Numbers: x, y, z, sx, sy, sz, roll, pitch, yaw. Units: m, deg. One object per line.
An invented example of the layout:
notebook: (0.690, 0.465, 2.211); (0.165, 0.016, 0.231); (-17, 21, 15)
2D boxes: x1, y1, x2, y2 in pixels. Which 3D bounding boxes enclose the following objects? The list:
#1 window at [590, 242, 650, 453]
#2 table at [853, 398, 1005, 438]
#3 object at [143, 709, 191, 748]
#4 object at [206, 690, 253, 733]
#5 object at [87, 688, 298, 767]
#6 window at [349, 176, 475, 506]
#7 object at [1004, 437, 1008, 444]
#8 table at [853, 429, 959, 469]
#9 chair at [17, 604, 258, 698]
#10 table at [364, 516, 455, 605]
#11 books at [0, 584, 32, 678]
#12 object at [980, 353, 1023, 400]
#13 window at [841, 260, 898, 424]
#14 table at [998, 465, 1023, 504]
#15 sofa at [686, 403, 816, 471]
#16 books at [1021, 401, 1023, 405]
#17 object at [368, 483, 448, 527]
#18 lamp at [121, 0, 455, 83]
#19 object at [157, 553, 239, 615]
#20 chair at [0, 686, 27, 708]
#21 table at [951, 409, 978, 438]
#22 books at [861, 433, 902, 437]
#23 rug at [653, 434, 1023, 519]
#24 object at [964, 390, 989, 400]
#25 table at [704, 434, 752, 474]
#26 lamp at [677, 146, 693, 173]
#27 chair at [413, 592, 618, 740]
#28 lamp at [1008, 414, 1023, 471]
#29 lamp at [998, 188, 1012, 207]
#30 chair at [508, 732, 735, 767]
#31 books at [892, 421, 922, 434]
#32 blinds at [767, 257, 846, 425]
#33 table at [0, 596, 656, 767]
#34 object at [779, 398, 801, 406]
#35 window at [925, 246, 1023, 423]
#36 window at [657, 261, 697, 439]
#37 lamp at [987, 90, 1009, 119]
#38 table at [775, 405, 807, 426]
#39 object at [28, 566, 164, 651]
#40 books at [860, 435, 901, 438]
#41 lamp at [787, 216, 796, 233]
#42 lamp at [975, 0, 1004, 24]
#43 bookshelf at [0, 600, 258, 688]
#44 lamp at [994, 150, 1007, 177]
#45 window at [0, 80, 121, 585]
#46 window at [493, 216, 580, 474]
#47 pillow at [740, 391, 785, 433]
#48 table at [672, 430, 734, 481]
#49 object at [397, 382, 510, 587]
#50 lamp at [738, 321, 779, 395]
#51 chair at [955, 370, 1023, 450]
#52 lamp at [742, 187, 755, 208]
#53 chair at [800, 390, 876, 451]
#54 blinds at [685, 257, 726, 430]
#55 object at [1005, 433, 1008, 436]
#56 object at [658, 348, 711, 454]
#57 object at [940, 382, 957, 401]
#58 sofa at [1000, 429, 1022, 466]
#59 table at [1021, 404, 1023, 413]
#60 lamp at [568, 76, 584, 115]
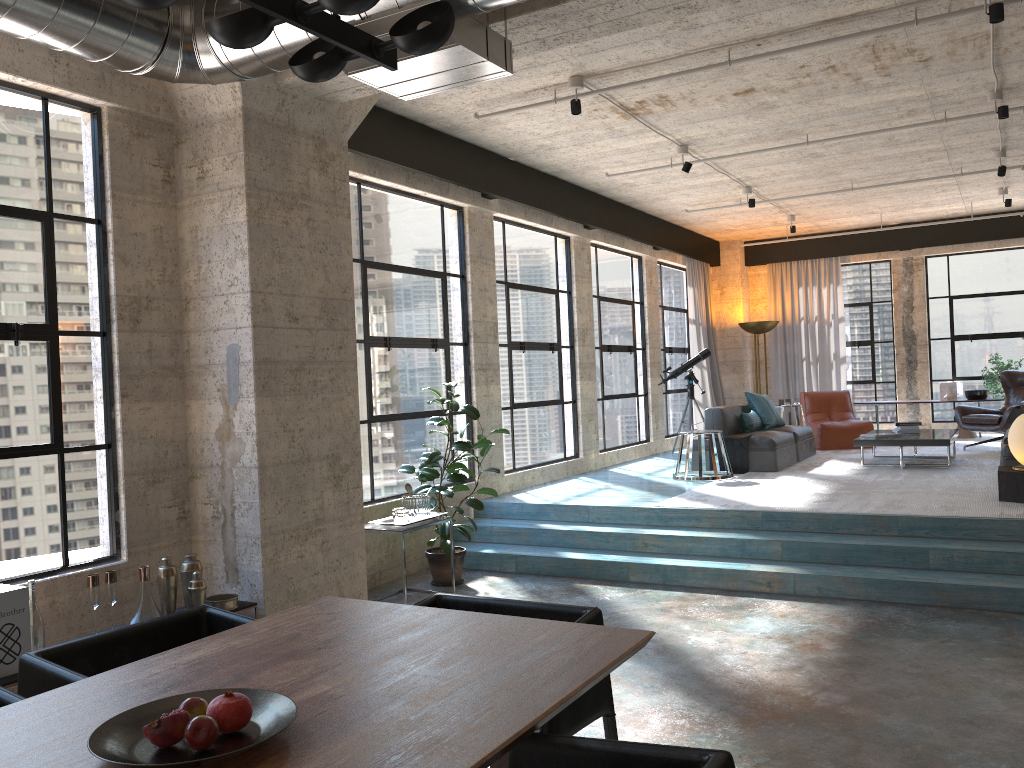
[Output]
window: (1.370, -0.451, 11.326); (0.081, 2.530, 1.780); (-2, 0, 30)
table: (5.990, 0.505, 12.776); (2.004, 0.530, 0.715); (-2, 0, 28)
object: (-0.744, 0.747, 1.928); (0.110, 0.082, 0.088); (-3, 0, -20)
object: (-0.693, 0.739, 1.980); (0.219, 0.097, 0.100); (-3, 0, -17)
object: (-0.695, 0.753, 1.955); (0.435, 0.079, 0.435); (-3, 0, -24)
window: (-0.851, -0.345, 7.426); (0.081, 2.530, 1.780); (-2, 0, 30)
object: (4.446, 0.507, 7.572); (0.433, 0.185, 0.429); (-2, 0, 26)
table: (4.295, 0.696, 9.596); (0.900, 0.309, 1.500); (-2, 0, 30)
chair: (-1.141, 1.198, 2.936); (0.754, 0.738, 0.707); (-2, 0, 35)
table: (-0.764, 1.259, 6.270); (0.450, 0.563, 0.600); (-2, 0, 30)
books: (-2.281, 1.083, 3.850); (0.191, 0.362, 0.277); (-2, 0, 30)
object: (7.400, -0.137, 12.266); (1.641, 1.708, 0.971); (-2, 0, 5)
window: (5.141, -0.623, 14.124); (1.780, 2.530, 0.081); (-2, 0, 30)
table: (4.112, 0.751, 6.848); (0.616, 0.230, 1.044); (-2, 0, 30)
sofa: (2.834, 0.572, 10.400); (1.019, 0.680, 2.063); (-2, 0, 30)
books: (5.609, 0.181, 9.359); (0.273, 0.109, 0.322); (-3, 0, -20)
object: (-0.731, 0.850, 6.291); (0.327, 0.253, 0.546); (-2, 0, 30)
lamp: (-0.836, -1.576, 1.946); (0.583, 1.327, 1.813); (-2, 0, 30)
object: (-1.699, 1.070, 4.801); (0.415, 0.333, 0.248); (-3, 0, -24)
chair: (-1.602, 1.220, 2.227); (0.754, 0.738, 0.707); (-2, 0, 35)
table: (6.354, 0.556, 12.457); (0.331, 0.394, 0.331); (-3, 0, -21)
books: (3.932, 0.539, 9.446); (0.318, 0.011, 0.252); (-3, 0, -11)
rug: (4.347, 0.844, 9.902); (2.954, 0.032, 7.768); (-2, 0, 30)
object: (6.529, 0.152, 12.463); (0.307, 0.129, 0.307); (-3, 0, -21)
table: (2.320, 0.750, 9.500); (0.420, 0.390, 0.413); (-2, 0, 30)
lamp: (1.618, -2.093, 8.298); (0.144, 0.252, 0.107); (-2, 0, 14)
chair: (-0.093, 1.152, 3.013); (0.707, 0.738, 0.754); (-2, 0, 30)
lamp: (4.011, 0.432, 6.698); (0.462, 0.417, 0.462); (-3, 0, -32)
lamp: (6.129, -2.311, 11.024); (0.143, 0.223, 0.107); (-2, 0, 43)
chair: (0.099, 1.147, 1.671); (0.754, 0.738, 0.707); (-2, 0, 30)
books: (4.380, 0.478, 9.805); (0.279, 0.116, 0.322); (-2, 0, 15)
blinds: (4.624, -0.651, 14.006); (1.187, 2.986, 0.404); (-2, 0, 31)
table: (-0.710, 1.172, 1.941); (1.299, 0.756, 2.410); (-2, 0, 30)
object: (3.589, 0.229, 11.451); (0.287, 0.096, 0.206); (-3, 0, -20)
window: (7.089, -0.705, 13.012); (1.780, 2.530, 0.081); (-2, 0, 30)
window: (2.480, -0.505, 13.275); (0.081, 2.530, 1.780); (-2, 0, 30)
lamp: (3.848, -2.206, 7.025); (0.141, 0.215, 0.107); (-2, 0, 12)
table: (3.603, 0.578, 11.499); (0.549, 0.603, 0.549); (-2, 0, 9)
object: (-2.028, 1.069, 4.317); (0.199, 0.365, 0.703); (-2, 0, 41)
books: (3.924, 0.550, 9.449); (0.318, 0.011, 0.252); (-3, 0, -16)
lamp: (3.895, -2.217, 12.323); (0.143, 0.223, 0.107); (-3, 0, -37)
lamp: (2.699, -2.151, 5.020); (0.141, 0.215, 0.107); (-2, 0, 12)
bookshelf: (-1.968, 1.424, 4.363); (0.350, 0.347, 1.600); (-2, 0, 30)
lamp: (4.987, -2.242, 9.033); (0.144, 0.252, 0.107); (-3, 0, -28)
window: (-2.695, -0.257, 4.189); (0.081, 2.530, 1.780); (-2, 0, 30)
window: (0.260, -0.398, 9.376); (0.081, 2.530, 1.780); (-2, 0, 30)
pillow: (2.904, 0.314, 10.505); (0.349, 0.466, 1.042); (-2, 0, 40)
table: (1.950, 0.721, 9.111); (0.620, 0.472, 0.620); (-2, 0, 33)
object: (-0.476, 0.760, 6.819); (0.886, 1.552, 0.514); (-2, 0, 17)
lamp: (3.856, -0.043, 13.728); (0.619, 1.822, 0.619); (-2, 0, 30)
chair: (5.933, 0.309, 10.569); (0.975, 0.940, 0.820); (-3, 0, -20)
lamp: (2.748, -2.162, 10.299); (0.143, 0.223, 0.107); (-3, 0, -27)
chair: (4.331, 0.474, 11.903); (0.801, 0.759, 0.920); (-2, 0, 0)
blinds: (3.049, -0.589, 13.634); (0.384, 2.985, 1.131); (-2, 0, 30)
object: (5.093, 0.342, 8.232); (0.444, 0.438, 0.985); (-3, 0, -34)
object: (2.296, 0.239, 11.626); (0.617, 1.406, 0.595); (-2, 0, 31)
object: (6.150, 0.104, 12.502); (0.214, 0.259, 0.154); (-2, 0, 30)
sofa: (5.067, 0.480, 8.158); (1.019, 0.680, 2.063); (-2, 0, 30)
table: (5.943, 0.502, 9.537); (0.800, 0.570, 0.800); (-2, 0, 30)
lamp: (0.462, -2.046, 6.310); (0.107, 0.236, 0.145); (-2, 0, 13)
